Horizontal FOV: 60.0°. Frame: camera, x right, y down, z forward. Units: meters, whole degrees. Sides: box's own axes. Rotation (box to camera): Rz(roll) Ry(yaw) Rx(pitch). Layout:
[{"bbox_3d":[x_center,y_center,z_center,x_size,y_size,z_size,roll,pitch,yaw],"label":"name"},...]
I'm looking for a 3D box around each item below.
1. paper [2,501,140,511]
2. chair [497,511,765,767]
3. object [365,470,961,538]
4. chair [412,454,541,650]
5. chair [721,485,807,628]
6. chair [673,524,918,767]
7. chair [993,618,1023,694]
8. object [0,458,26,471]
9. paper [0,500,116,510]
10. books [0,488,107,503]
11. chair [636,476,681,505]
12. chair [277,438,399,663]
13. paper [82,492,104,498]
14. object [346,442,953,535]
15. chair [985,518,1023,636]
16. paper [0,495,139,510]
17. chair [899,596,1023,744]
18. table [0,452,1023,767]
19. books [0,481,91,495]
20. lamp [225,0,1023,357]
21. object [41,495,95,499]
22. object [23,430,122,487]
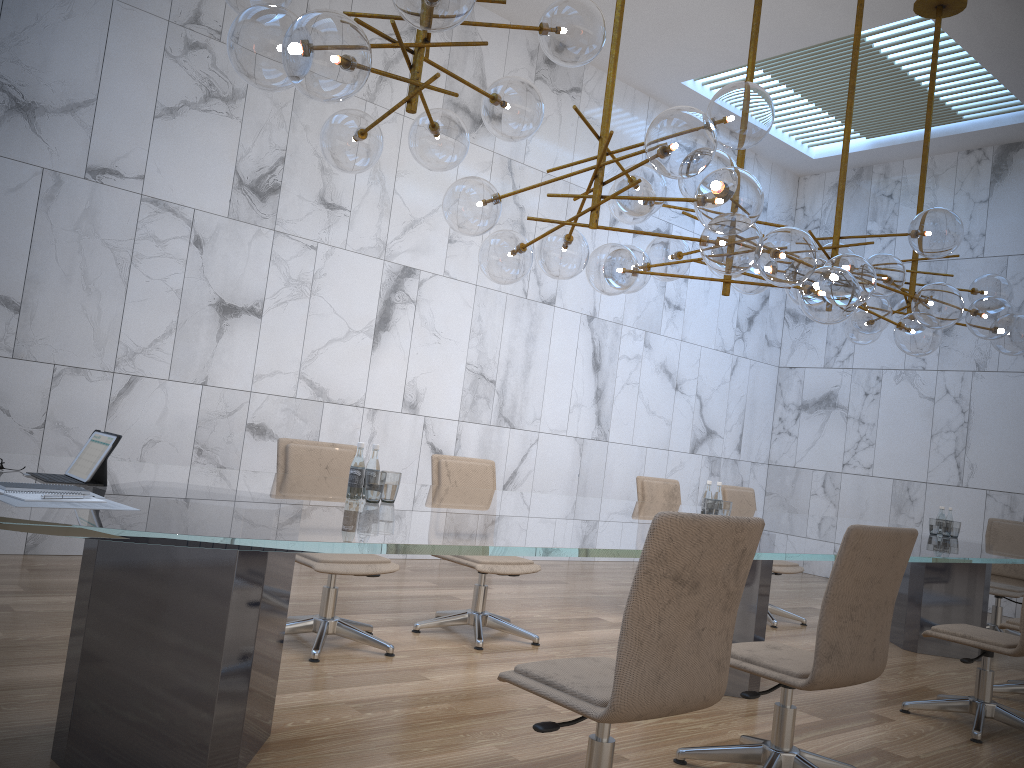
[{"bbox_3d":[-1.104,0.293,2.187,0.210,0.001,0.290,4,-5,44],"label":"paper"},{"bbox_3d":[0.318,0.846,2.633,0.726,1.000,0.697,10,-5,-40],"label":"chair"},{"bbox_3d":[1.343,0.725,4.946,5.112,0.117,0.183,10,-5,-40],"label":"object"},{"bbox_3d":[-0.173,0.950,5.167,0.726,1.000,0.697,10,-5,-41],"label":"chair"},{"bbox_3d":[1.956,1.341,7.015,0.726,1.000,0.697,10,-5,-41],"label":"chair"},{"bbox_3d":[1.066,0.984,3.282,0.726,1.000,0.697,10,-5,-40],"label":"chair"},{"bbox_3d":[3.193,1.374,5.128,0.726,1.000,0.697,10,-5,-40],"label":"chair"},{"bbox_3d":[-1.626,0.249,2.822,0.134,0.037,0.096,5,-4,28],"label":"object"},{"bbox_3d":[-1.104,0.292,2.187,0.210,0.001,0.290,4,-5,42],"label":"paper"},{"bbox_3d":[-1.196,0.281,2.266,0.239,0.012,0.205,4,-5,37],"label":"books"},{"bbox_3d":[1.208,1.204,6.365,0.726,1.000,0.697,10,-5,-41],"label":"chair"},{"bbox_3d":[-0.912,0.814,4.525,0.726,1.000,0.697,10,-5,-41],"label":"chair"},{"bbox_3d":[-1.263,0.283,2.357,0.290,0.001,0.210,11,-5,-42],"label":"paper"},{"bbox_3d":[1.328,0.677,4.994,5.189,0.213,0.124,10,-5,-40],"label":"object"},{"bbox_3d":[4.074,1.633,7.379,0.697,1.000,0.726,10,-5,-40],"label":"chair"},{"bbox_3d":[-1.104,0.292,2.187,0.210,0.001,0.290,4,-5,42],"label":"paper"},{"bbox_3d":[2.450,1.238,4.483,0.726,1.000,0.697,10,-5,-40],"label":"chair"},{"bbox_3d":[1.031,1.152,4.740,7.924,0.835,2.092,10,-5,-40],"label":"table"},{"bbox_3d":[-1.243,0.275,2.344,0.205,0.012,0.126,11,-5,-44],"label":"books"},{"bbox_3d":[1.293,-1.648,4.847,5.672,2.716,1.557,10,-5,-41],"label":"lamp"},{"bbox_3d":[-1.112,0.283,2.228,0.011,0.011,0.158,6,-4,24],"label":"object"},{"bbox_3d":[-1.349,0.216,2.714,0.205,0.159,0.255,10,-5,-40],"label":"object"}]
